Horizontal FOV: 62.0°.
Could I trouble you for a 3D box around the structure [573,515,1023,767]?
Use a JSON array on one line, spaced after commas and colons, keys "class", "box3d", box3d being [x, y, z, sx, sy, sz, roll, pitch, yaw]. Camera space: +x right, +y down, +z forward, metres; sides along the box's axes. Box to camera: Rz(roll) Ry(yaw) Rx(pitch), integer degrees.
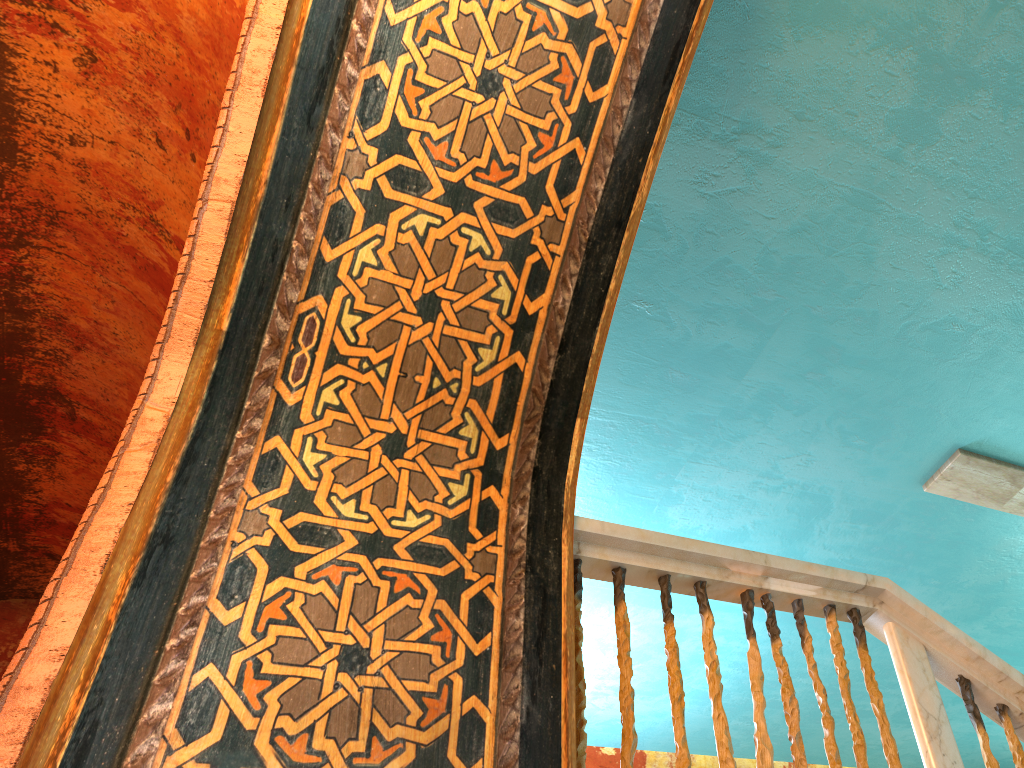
[{"class": "structure", "box3d": [2.661, 2.809, 3.381, 6.402, 2.992, 1.733, 15, -48, -21]}]
